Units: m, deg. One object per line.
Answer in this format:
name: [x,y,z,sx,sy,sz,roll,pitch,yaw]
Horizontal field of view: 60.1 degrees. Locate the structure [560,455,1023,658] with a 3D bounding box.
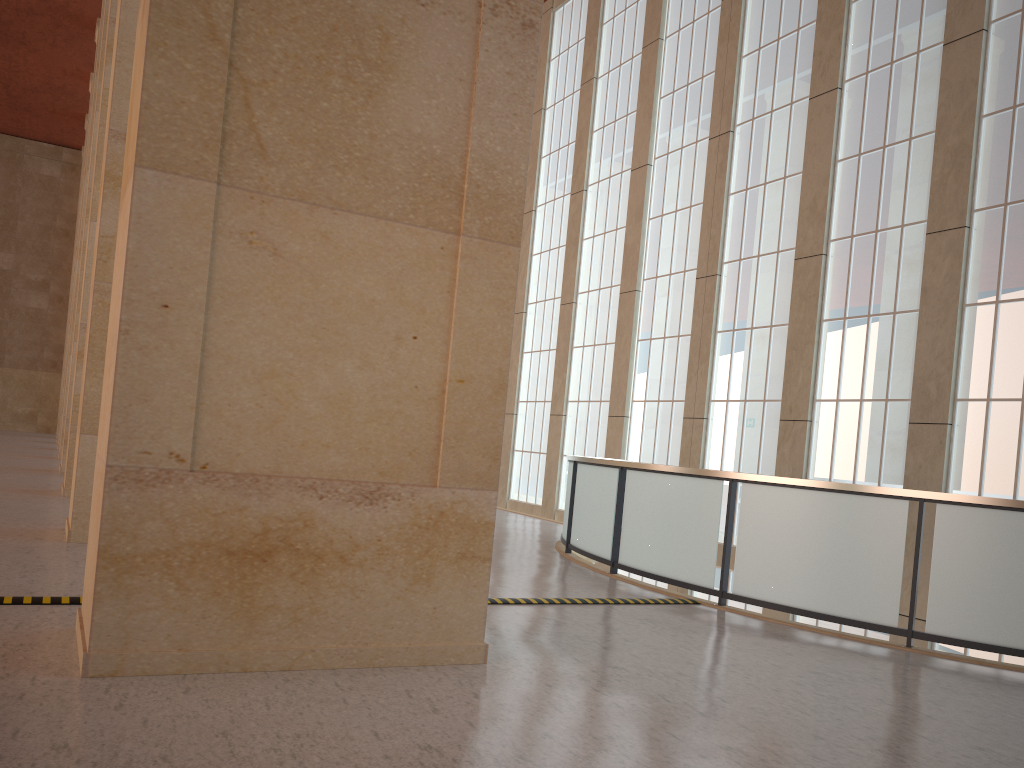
structure: [4.518,2.340,13.467,5.264,1.793,13.054,8,-5,-38]

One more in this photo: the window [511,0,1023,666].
window: [-22.099,1.820,73.304,0.010,28.621,164.723,5,-4,-27]
